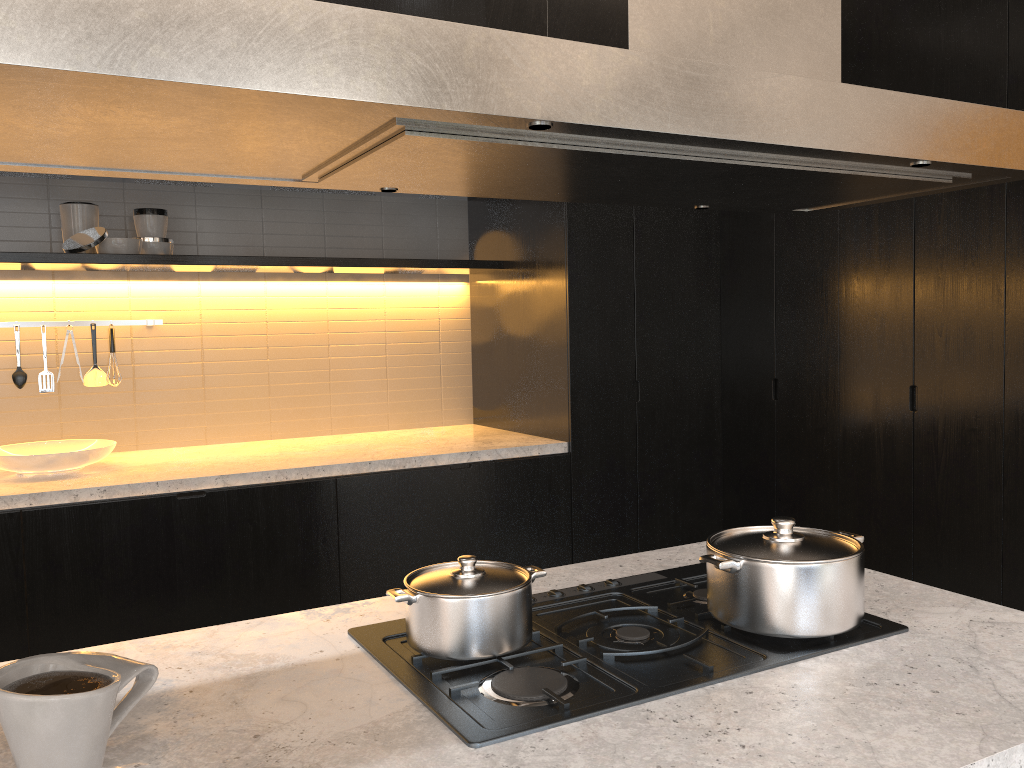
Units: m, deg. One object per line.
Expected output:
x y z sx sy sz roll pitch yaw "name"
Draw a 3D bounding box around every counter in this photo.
-0.731 0.504 0.927 3.500 0.046 1.000 -3 4 -28 "counter"
-1.902 0.423 3.451 4.360 0.142 1.000 -3 4 -28 "counter"

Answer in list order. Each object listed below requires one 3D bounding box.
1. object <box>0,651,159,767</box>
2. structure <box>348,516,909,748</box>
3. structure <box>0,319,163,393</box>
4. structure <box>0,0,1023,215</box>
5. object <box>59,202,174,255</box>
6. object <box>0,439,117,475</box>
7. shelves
-0.636 0.406 1.031 0.437 0.133 0.188 -3 4 -27 "object"
0.195 0.330 1.514 0.833 0.187 0.506 -3 4 -28 "structure"
-2.121 -0.112 3.818 1.171 0.315 0.074 -3 4 -28 "structure"
-0.639 -1.313 0.871 3.117 2.100 0.538 -3 4 -28 "structure"
-1.689 -0.666 3.816 0.462 0.240 0.334 -3 4 -31 "object"
-1.849 0.298 3.551 0.490 0.093 0.490 -3 4 -31 "object"
-2.059 -0.504 3.646 4.362 0.043 0.403 -3 4 -28 "shelves"
